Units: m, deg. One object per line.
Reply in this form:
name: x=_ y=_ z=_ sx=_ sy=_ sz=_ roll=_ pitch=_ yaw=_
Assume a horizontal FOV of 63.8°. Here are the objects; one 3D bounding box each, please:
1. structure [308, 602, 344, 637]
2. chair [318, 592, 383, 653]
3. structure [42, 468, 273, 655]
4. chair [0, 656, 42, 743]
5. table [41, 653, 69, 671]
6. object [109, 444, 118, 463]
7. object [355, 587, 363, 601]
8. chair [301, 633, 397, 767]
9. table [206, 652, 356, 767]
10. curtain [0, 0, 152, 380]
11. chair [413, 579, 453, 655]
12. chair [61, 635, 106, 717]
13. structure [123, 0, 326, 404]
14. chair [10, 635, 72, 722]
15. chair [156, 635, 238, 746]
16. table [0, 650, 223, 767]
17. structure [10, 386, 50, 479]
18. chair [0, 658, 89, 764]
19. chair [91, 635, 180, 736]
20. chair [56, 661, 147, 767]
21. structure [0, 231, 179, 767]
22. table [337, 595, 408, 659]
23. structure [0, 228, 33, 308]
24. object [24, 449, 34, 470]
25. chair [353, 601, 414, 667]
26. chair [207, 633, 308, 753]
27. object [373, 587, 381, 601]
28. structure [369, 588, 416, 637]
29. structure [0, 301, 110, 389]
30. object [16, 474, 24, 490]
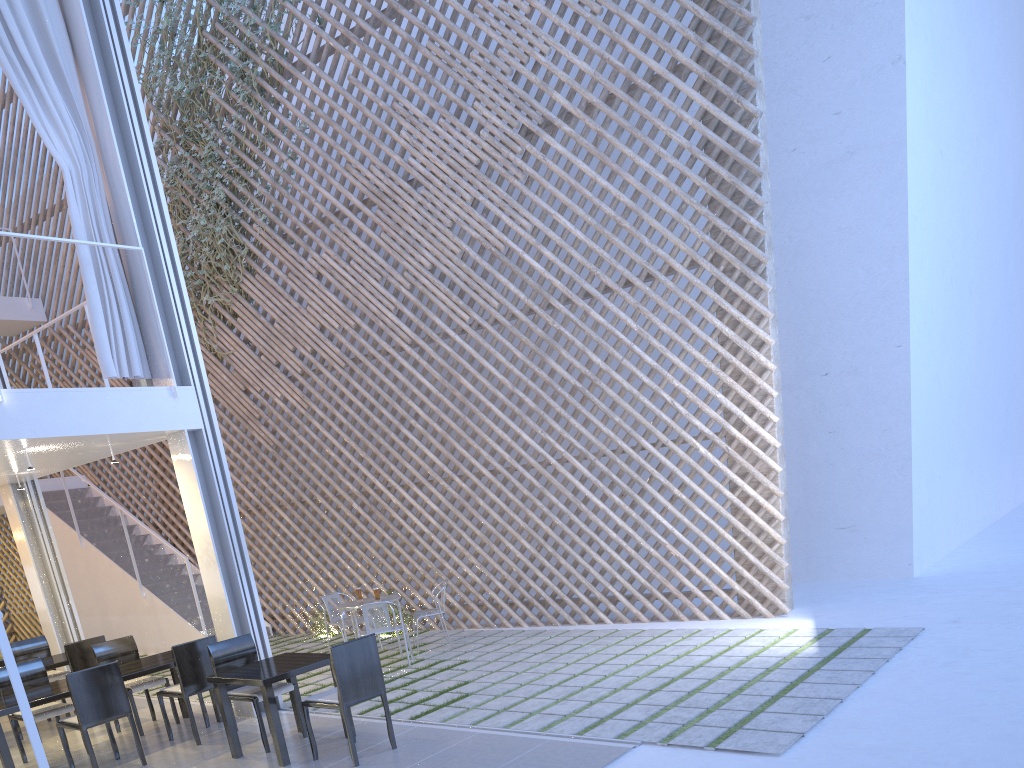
structure: x=-1.285 y=1.629 z=5.695 sx=0.253 sy=0.273 sz=0.265 roll=-13 pitch=6 yaw=-43
chair: x=-0.961 y=1.398 z=4.795 sx=0.249 sy=0.399 sz=0.246 roll=-1 pitch=11 yaw=39
structure: x=-3.044 y=1.064 z=5.917 sx=1.996 sy=2.065 sz=1.098 roll=-6 pitch=9 yaw=32
chair: x=-2.351 y=1.468 z=3.755 sx=0.240 sy=0.461 sz=0.178 roll=0 pitch=14 yaw=38
table: x=-2.426 y=1.557 z=4.015 sx=0.357 sy=0.341 sz=0.872 roll=-5 pitch=-1 yaw=40
object: x=-2.821 y=0.856 z=3.467 sx=1.880 sy=0.855 sz=1.590 roll=-11 pitch=-3 yaw=37
object: x=-0.851 y=1.169 z=4.579 sx=0.031 sy=0.081 sz=0.029 roll=-9 pitch=12 yaw=-5
chair: x=-0.583 y=1.086 z=2.841 sx=0.240 sy=0.461 sz=0.178 roll=0 pitch=14 yaw=38
table: x=-0.844 y=1.200 z=3.059 sx=0.357 sy=0.348 sz=0.339 roll=-5 pitch=5 yaw=39
curtain: x=-1.780 y=-1.241 z=2.845 sx=0.098 sy=2.545 sz=0.473 roll=3 pitch=17 yaw=37
chair: x=-0.451 y=1.297 z=4.610 sx=0.246 sy=0.399 sz=0.249 roll=-10 pitch=8 yaw=-11
chair: x=-2.097 y=1.463 z=4.052 sx=0.240 sy=0.461 sz=0.178 roll=0 pitch=14 yaw=38
structure: x=-1.662 y=-1.352 z=5.063 sx=2.399 sy=2.870 sz=0.678 roll=-5 pitch=13 yaw=30
chair: x=-2.460 y=1.554 z=4.350 sx=0.240 sy=0.461 sz=0.178 roll=0 pitch=14 yaw=38
chair: x=-1.335 y=1.271 z=3.425 sx=0.240 sy=0.461 sz=0.178 roll=0 pitch=14 yaw=38
table: x=-1.703 y=1.376 z=3.421 sx=0.357 sy=0.341 sz=0.872 roll=-5 pitch=-1 yaw=40
structure: x=-4.712 y=0.014 z=6.892 sx=1.277 sy=1.984 sz=0.492 roll=-3 pitch=14 yaw=32
chair: x=-1.952 y=1.368 z=3.426 sx=0.240 sy=0.461 sz=0.178 roll=0 pitch=14 yaw=38
chair: x=-1.698 y=1.363 z=3.723 sx=0.240 sy=0.461 sz=0.178 roll=0 pitch=14 yaw=38
chair: x=-1.589 y=1.276 z=3.128 sx=0.240 sy=0.461 sz=0.178 roll=0 pitch=14 yaw=38
structure: x=-1.159 y=0.264 z=2.420 sx=1.460 sy=1.879 sz=1.280 roll=-3 pitch=9 yaw=39
table: x=-0.758 y=1.359 z=4.551 sx=0.350 sy=0.350 sz=0.331 roll=-8 pitch=4 yaw=2
structure: x=-4.090 y=-0.870 z=5.857 sx=0.027 sy=0.588 sz=1.084 roll=4 pitch=7 yaw=40
object: x=-1.876 y=0.293 z=3.190 sx=0.027 sy=0.083 sz=0.028 roll=-18 pitch=15 yaw=-38
chair: x=-0.667 y=1.286 z=4.230 sx=0.262 sy=0.399 sz=0.234 roll=-9 pitch=9 yaw=-5
chair: x=-0.973 y=1.184 z=3.161 sx=0.240 sy=0.461 sz=0.178 roll=0 pitch=14 yaw=38
object: x=-0.727 y=1.132 z=4.429 sx=0.031 sy=0.081 sz=0.029 roll=-9 pitch=12 yaw=-5
structure: x=-0.777 y=1.468 z=5.287 sx=0.322 sy=0.340 sz=0.276 roll=-6 pitch=6 yaw=24
structure: x=-2.090 y=-0.024 z=3.932 sx=1.733 sy=0.587 sz=0.026 roll=-12 pitch=9 yaw=38
object: x=-2.438 y=0.482 z=4.065 sx=0.027 sy=0.083 sz=0.028 roll=-18 pitch=15 yaw=-38
